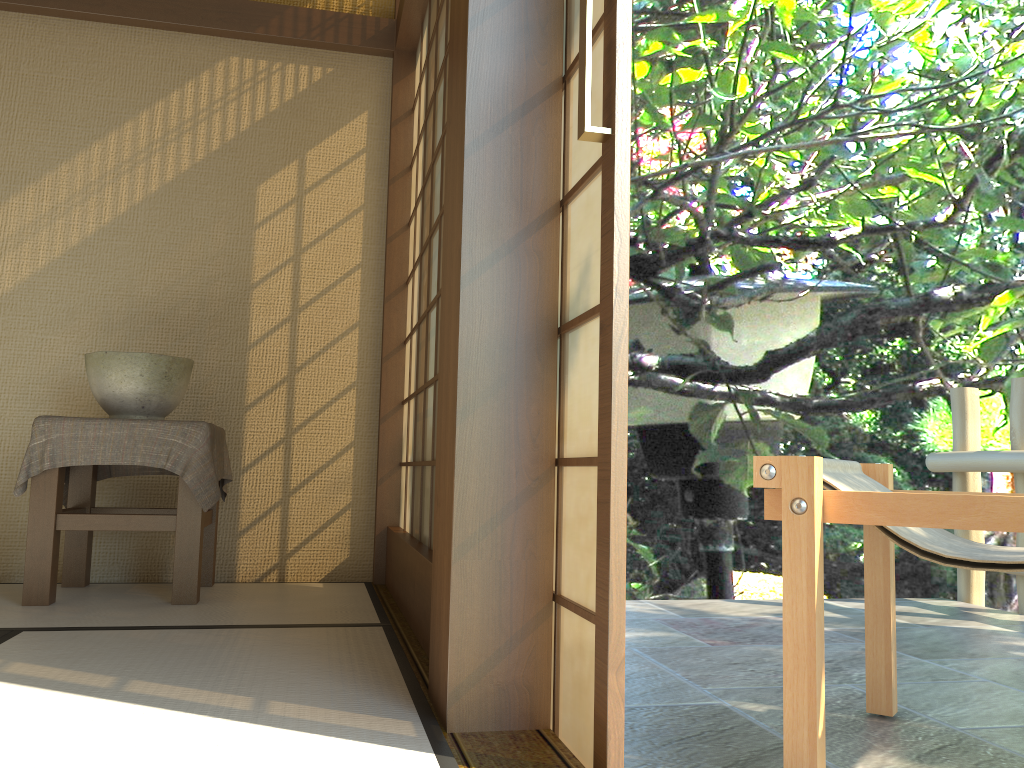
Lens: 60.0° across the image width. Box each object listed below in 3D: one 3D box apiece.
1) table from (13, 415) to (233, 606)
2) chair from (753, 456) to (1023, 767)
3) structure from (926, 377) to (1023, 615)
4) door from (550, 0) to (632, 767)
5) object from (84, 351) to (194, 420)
[{"bbox_3d":[-1.321,0.427,3.082,0.629,0.595,0.633,3,-6,-13],"label":"table"},{"bbox_3d":[0.933,0.450,1.746,0.704,0.598,0.698,-2,-7,34],"label":"chair"},{"bbox_3d":[2.936,0.233,0.731,0.245,1.136,7.456,3,-6,-12],"label":"structure"},{"bbox_3d":[-0.048,-0.419,2.326,0.073,2.380,1.894,3,-6,-12],"label":"door"},{"bbox_3d":[-1.308,0.020,3.110,0.357,0.230,0.358,7,-8,-42],"label":"object"}]
